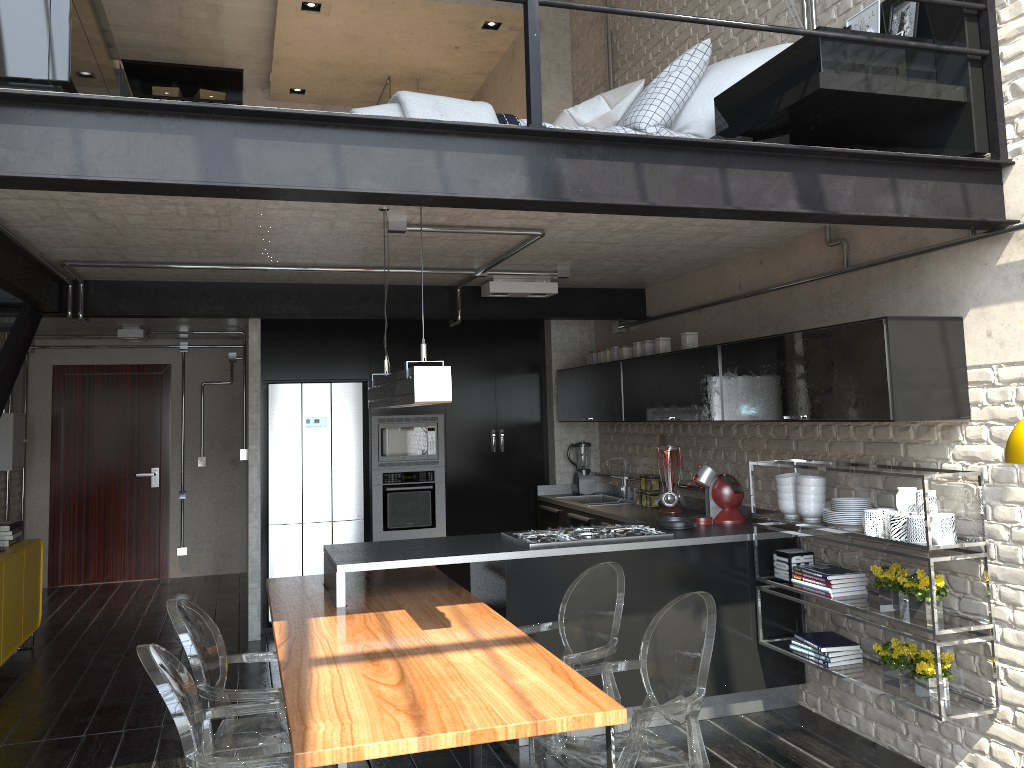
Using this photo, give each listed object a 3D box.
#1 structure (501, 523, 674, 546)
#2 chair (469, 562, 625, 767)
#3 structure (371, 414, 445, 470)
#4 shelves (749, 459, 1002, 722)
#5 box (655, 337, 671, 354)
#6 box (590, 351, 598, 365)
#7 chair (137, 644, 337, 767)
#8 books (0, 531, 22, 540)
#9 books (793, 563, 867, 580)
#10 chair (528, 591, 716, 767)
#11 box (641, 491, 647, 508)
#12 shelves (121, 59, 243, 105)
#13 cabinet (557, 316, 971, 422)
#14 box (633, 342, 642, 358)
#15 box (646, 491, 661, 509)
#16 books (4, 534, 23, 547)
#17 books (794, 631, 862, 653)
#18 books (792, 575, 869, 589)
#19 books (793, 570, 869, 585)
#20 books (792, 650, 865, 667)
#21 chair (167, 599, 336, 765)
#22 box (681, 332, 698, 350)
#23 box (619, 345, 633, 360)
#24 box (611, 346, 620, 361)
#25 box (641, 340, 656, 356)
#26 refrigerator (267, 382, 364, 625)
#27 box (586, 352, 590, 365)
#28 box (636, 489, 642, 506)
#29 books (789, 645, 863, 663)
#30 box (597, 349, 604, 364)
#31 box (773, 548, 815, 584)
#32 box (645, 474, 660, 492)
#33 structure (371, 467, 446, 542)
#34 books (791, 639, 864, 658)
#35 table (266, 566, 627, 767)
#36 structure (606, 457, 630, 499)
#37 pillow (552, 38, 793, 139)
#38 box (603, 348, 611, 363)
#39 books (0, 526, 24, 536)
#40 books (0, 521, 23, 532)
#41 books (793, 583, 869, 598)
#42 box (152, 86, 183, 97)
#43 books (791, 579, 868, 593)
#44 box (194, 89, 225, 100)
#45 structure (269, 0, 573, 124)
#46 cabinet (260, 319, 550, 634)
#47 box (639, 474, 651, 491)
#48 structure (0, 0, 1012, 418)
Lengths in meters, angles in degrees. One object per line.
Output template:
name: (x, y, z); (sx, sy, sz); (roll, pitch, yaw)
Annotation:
structure: (0.397, 0.801, 4.773); (0.811, 0.026, 0.499); (-1, -2, -17)
chair: (0.200, 1.234, 3.585); (0.589, 0.946, 0.537); (1, -6, -32)
structure: (-0.889, 0.469, 7.254); (0.581, 0.423, 0.446); (-1, -4, -17)
shelves: (1.576, 0.842, 4.044); (0.288, 0.931, 1.244); (0, -4, -17)
box: (0.965, -0.239, 5.647); (0.081, 0.111, 0.080); (0, -5, -17)
box: (0.636, -0.194, 6.676); (0.081, 0.111, 0.080); (0, -5, -17)
chair: (-0.795, 1.229, 2.612); (0.590, 0.946, 0.537); (0, -5, -17)
books: (-3.628, 1.072, 6.235); (0.259, 0.031, 0.327); (-1, -2, -19)
books: (1.517, 0.897, 4.234); (0.211, 0.021, 0.291); (-1, -2, -14)
chair: (0.422, 1.206, 2.957); (0.590, 0.946, 0.537); (0, -5, -22)
box: (0.938, 0.787, 6.071); (0.081, 0.111, 0.080); (0, -5, -22)
shelves: (-3.578, -1.957, 8.155); (2.124, 2.806, 2.661); (0, -4, -17)
cabinet: (1.109, 0.016, 5.425); (0.399, 0.423, 3.876); (0, -2, -17)
box: (0.865, -0.226, 5.959); (0.081, 0.111, 0.080); (0, -5, -17)
box: (0.958, 0.784, 5.994); (0.081, 0.111, 0.080); (-1, -4, -7)
books: (-3.639, 1.110, 6.240); (0.259, 0.044, 0.349); (-1, -2, -15)
books: (1.506, 1.231, 4.231); (0.201, 0.023, 0.277); (-1, -2, -8)
books: (1.518, 0.935, 4.230); (0.211, 0.021, 0.291); (-1, -2, -19)
books: (1.523, 0.916, 4.234); (0.211, 0.021, 0.291); (-1, -2, -17)
books: (1.504, 1.295, 4.223); (0.201, 0.023, 0.277); (-1, -2, -18)
chair: (-0.953, 1.255, 3.231); (0.590, 0.946, 0.537); (-1, -5, -7)
box: (1.068, -0.254, 5.320); (0.081, 0.111, 0.080); (0, -5, -17)
box: (0.798, -0.216, 6.178); (0.081, 0.111, 0.080); (0, -5, -17)
box: (0.755, -0.210, 6.318); (0.081, 0.111, 0.080); (0, -5, -17)
box: (0.905, -0.231, 5.830); (0.081, 0.111, 0.080); (0, -5, -17)
refrigerator: (-1.565, 0.913, 7.022); (0.724, 1.834, 0.496); (0, -6, -17)
box: (0.619, -0.191, 6.768); (0.081, 0.111, 0.080); (0, -5, -17)
box: (0.910, 0.791, 6.151); (0.081, 0.111, 0.080); (-1, -4, -12)
books: (1.498, 1.274, 4.224); (0.201, 0.023, 0.277); (-1, -2, -23)
box: (0.683, -0.200, 6.537); (0.081, 0.111, 0.080); (0, -5, -17)
box: (1.427, 0.921, 4.477); (0.150, 0.151, 0.149); (0, -4, -17)
box: (0.959, 0.675, 6.036); (0.081, 0.111, 0.080); (0, -5, -22)
structure: (-0.870, 0.957, 7.188); (0.581, 0.561, 0.482); (0, -4, -17)
books: (1.502, 1.252, 4.227); (0.201, 0.023, 0.277); (-1, -2, -19)
table: (-0.493, 1.360, 3.634); (0.927, 0.737, 2.660); (-1, -2, -17)
structure: (0.791, 0.713, 6.719); (0.177, 0.312, 0.089); (0, -6, -17)
pillow: (0.627, -1.461, 5.264); (1.144, 0.737, 2.127); (-1, -3, -19)
box: (0.714, -0.204, 6.447); (0.081, 0.111, 0.080); (0, -5, -17)
books: (-3.643, 1.042, 6.246); (0.287, 0.031, 0.349); (-1, -2, -17)
books: (-3.637, 1.007, 6.239); (0.259, 0.038, 0.324); (-1, -2, -15)
books: (1.519, 0.975, 4.226); (0.211, 0.021, 0.291); (-1, -2, -18)
box: (-3.642, -3.017, 9.387); (0.263, 0.126, 0.399); (-1, -2, -12)
books: (1.512, 0.955, 4.226); (0.211, 0.021, 0.291); (-1, -2, -17)
box: (-3.262, -3.023, 9.503); (0.263, 0.126, 0.399); (0, -3, -32)
structure: (-1.048, -1.932, 8.877); (2.593, 2.967, 2.776); (0, -4, -17)
cabinet: (-0.869, 0.622, 7.279); (2.320, 2.489, 0.550); (0, -6, -17)
box: (0.934, 0.679, 6.117); (0.081, 0.111, 0.080); (2, -6, -42)
structure: (-0.787, 0.078, 4.251); (4.784, 3.360, 3.768); (-1, -4, -17)
